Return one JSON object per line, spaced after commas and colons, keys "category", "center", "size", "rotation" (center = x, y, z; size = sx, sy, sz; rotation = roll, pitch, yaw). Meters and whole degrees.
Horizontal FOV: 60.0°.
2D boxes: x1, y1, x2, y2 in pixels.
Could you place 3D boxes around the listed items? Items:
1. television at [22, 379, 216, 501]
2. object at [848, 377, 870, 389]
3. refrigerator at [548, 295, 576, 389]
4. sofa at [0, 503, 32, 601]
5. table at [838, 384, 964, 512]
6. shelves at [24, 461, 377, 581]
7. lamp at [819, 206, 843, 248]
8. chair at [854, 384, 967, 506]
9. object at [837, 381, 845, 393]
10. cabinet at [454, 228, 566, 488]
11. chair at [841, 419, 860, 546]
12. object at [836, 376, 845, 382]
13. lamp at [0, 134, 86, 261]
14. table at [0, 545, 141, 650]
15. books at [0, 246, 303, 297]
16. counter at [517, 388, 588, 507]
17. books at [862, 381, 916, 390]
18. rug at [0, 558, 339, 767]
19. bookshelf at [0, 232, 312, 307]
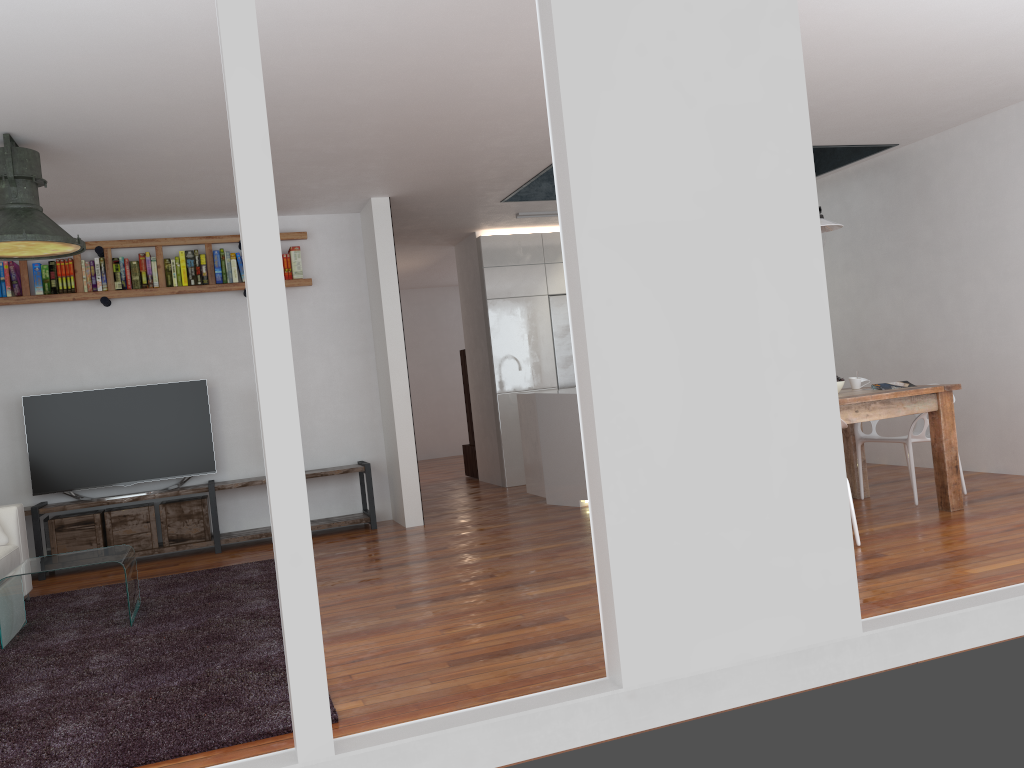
{"category": "television", "center": [-2.824, 0.418, 6.440], "size": [1.230, 0.786, 0.298], "rotation": [-6, 0, -19]}
{"category": "object", "center": [2.251, -0.008, 5.759], "size": [0.127, 0.078, 0.082], "rotation": [-6, 0, -13]}
{"category": "refrigerator", "center": [0.980, -0.027, 8.942], "size": [1.119, 1.811, 0.142], "rotation": [-6, 0, -19]}
{"category": "sofa", "center": [-2.900, 0.895, 3.730], "size": [0.987, 0.842, 3.086], "rotation": [-6, 0, -19]}
{"category": "table", "center": [1.596, 0.472, 5.303], "size": [1.910, 0.735, 0.969], "rotation": [-6, 0, -18]}
{"category": "shelves", "center": [-2.761, 1.040, 6.437], "size": [3.473, 0.506, 0.414], "rotation": [-6, 0, -19]}
{"category": "lamp", "center": [1.831, -0.952, 5.432], "size": [0.372, 0.306, 0.372], "rotation": [-6, 0, 33]}
{"category": "chair", "center": [2.575, 0.376, 5.725], "size": [0.505, 0.710, 0.577], "rotation": [-6, 0, -24]}
{"category": "object", "center": [1.933, 0.027, 5.346], "size": [0.146, 0.079, 0.146], "rotation": [-6, 0, -10]}
{"category": "cabinet", "center": [0.800, -0.353, 9.372], "size": [2.404, 2.506, 0.946], "rotation": [-6, 0, -19]}
{"category": "chair", "center": [1.486, 0.495, 4.657], "size": [0.577, 0.710, 0.505], "rotation": [-6, 0, -14]}
{"category": "object", "center": [1.928, -0.023, 5.346], "size": [0.159, 0.095, 0.141], "rotation": [-6, 0, -33]}
{"category": "lamp", "center": [-2.508, -0.953, 4.505], "size": [0.572, 0.561, 0.572], "rotation": [-6, 0, -14]}
{"category": "table", "center": [-2.231, 1.059, 4.507], "size": [0.565, 0.337, 0.551], "rotation": [-6, 0, -19]}
{"category": "books", "center": [-1.896, -1.783, 7.163], "size": [5.671, 1.974, 0.733], "rotation": [-6, 0, -29]}
{"category": "counter", "center": [1.317, 0.407, 7.504], "size": [2.289, 0.903, 0.956], "rotation": [-6, 0, -19]}
{"category": "books", "center": [2.327, 0.008, 5.472], "size": [0.218, 0.035, 0.267], "rotation": [-6, 0, -4]}
{"category": "rug", "center": [-1.953, 1.211, 4.038], "size": [1.895, 0.019, 3.193], "rotation": [-6, 0, -19]}
{"category": "bookshelf", "center": [-3.004, -0.806, 6.510], "size": [2.983, 0.465, 0.161], "rotation": [-6, 0, -19]}
